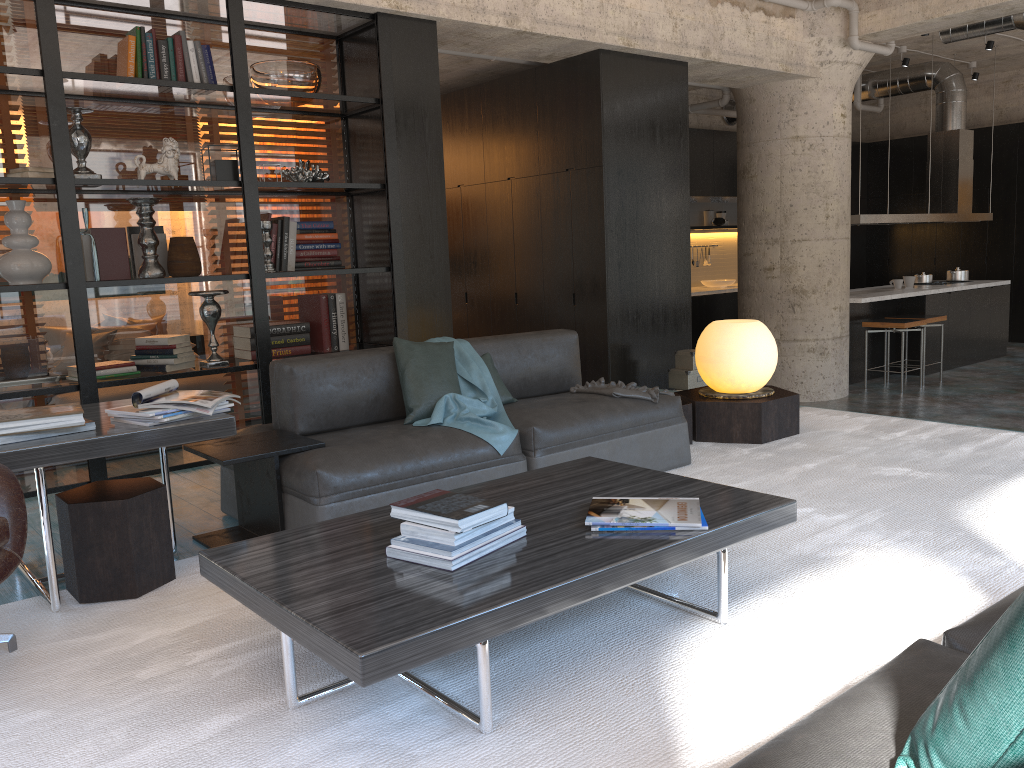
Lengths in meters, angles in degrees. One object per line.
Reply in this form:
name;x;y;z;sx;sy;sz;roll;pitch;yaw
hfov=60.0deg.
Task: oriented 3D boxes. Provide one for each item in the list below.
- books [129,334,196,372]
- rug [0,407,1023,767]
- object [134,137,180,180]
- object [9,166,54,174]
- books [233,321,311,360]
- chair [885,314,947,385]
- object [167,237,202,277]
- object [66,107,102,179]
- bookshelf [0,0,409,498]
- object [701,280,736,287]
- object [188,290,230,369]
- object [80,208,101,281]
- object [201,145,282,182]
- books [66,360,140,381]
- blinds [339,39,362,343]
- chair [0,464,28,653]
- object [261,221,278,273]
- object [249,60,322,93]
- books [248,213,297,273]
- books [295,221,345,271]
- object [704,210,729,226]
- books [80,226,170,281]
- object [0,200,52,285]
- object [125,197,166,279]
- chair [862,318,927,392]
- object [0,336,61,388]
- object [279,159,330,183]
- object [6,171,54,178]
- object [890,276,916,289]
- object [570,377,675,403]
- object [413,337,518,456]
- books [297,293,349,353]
books;-1.975;-0.176;5.018;0.306;0.188;0.257;0;9;16
rug;-0.141;0.753;2.341;7.768;0.032;2.954;-9;11;-38
object;-2.005;-1.260;5.018;0.252;0.280;0.131;-7;10;-31
object;-2.370;-1.068;4.461;0.166;0.024;0.227;2;10;30
books;-1.493;-0.275;5.514;0.393;0.197;0.274;-9;11;-38
chair;4.325;-0.376;9.518;0.450;0.698;0.450;-9;11;-38
object;-1.906;-0.736;5.147;0.190;0.230;0.189;-2;8;6
object;-2.306;-1.261;4.729;0.180;0.394;0.178;6;12;45
bookshelf;-2.012;-0.823;4.907;2.900;2.571;0.628;-9;11;-38
object;2.959;-1.439;12.726;0.490;0.093;0.490;-10;11;-41
object;-1.695;-0.310;5.013;0.218;0.433;0.218;5;11;43
object;-2.323;-0.755;4.813;0.121;0.395;0.062;-9;10;-36
object;-1.542;-1.251;5.082;0.409;0.200;0.200;-7;9;-28
books;-2.221;-0.074;4.810;0.231;0.068;0.319;5;11;42
blinds;-2.232;-0.663;5.206;2.915;3.160;0.136;-9;11;-38
chair;-1.901;0.376;2.244;0.975;0.940;0.820;-2;8;1
object;-1.445;-0.806;5.218;0.099;0.301;0.099;-11;12;-44
object;-1.382;-1.830;5.434;0.434;0.217;0.430;-8;10;-35
books;-1.462;-0.860;5.411;0.256;0.354;0.216;-9;11;-38
books;-1.305;-0.880;5.672;0.378;0.303;0.303;-9;10;-37
object;3.036;-2.426;12.938;0.462;0.240;0.334;-10;11;-41
books;-2.231;-0.744;5.037;0.547;0.299;0.147;-9;11;-38
object;-2.562;-0.736;4.626;0.265;0.432;0.265;-2;8;5
object;-2.048;-0.818;4.992;0.192;0.447;0.191;-1;8;9
chair;3.935;-0.304;9.144;0.450;0.698;0.450;-9;11;-38
object;-2.606;-0.121;4.676;0.335;0.231;0.284;-9;11;-38
object;-1.298;-1.321;5.568;0.322;0.177;0.323;-9;11;-38
object;-2.367;-1.038;4.455;0.179;0.034;0.243;2;10;29
object;4.624;-1.206;10.488;0.437;0.133;0.188;-9;11;-38
object;0.578;0.067;4.478;0.429;0.185;0.433;-10;11;-42
object;-0.274;0.025;4.088;0.444;0.438;0.985;-4;8;-12
books;-1.210;-0.398;5.699;0.191;0.362;0.277;-10;11;-43
